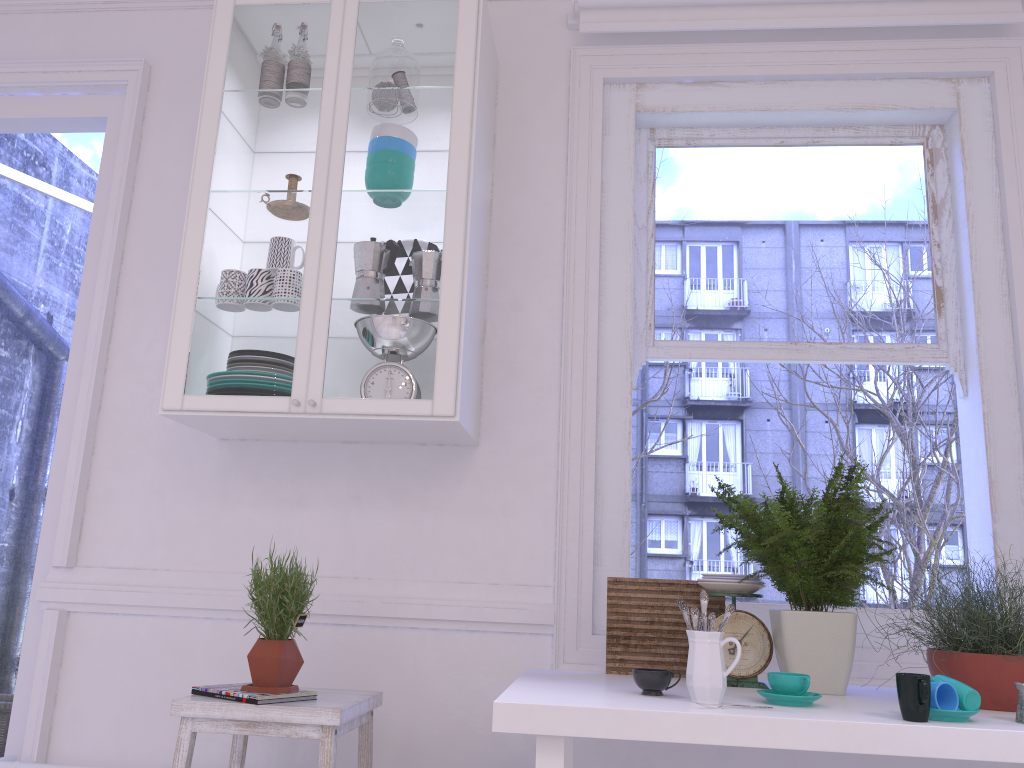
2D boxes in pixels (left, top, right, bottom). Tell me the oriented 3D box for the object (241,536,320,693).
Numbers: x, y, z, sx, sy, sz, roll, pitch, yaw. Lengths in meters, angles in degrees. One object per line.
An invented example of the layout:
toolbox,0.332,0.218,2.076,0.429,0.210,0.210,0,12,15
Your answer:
object,-0.562,0.557,2.170,0.186,0.367,0.196,13,-17,-38

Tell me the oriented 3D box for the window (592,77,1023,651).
window,0.890,-0.108,2.791,1.234,1.782,0.181,1,-13,6

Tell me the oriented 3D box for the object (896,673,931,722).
object,0.692,0.541,1.528,0.055,0.077,0.070,-6,-15,31

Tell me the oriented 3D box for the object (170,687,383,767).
object,-0.581,1.008,2.041,0.418,0.534,0.599,1,-13,6

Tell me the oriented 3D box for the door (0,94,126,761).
door,-1.845,0.279,3.418,1.009,2.474,1.021,1,-13,6

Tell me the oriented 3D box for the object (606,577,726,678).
object,0.385,0.612,2.226,0.294,0.237,0.028,1,-13,6

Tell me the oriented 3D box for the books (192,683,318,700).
books,-0.621,0.741,2.142,0.246,0.007,0.180,-7,-16,35

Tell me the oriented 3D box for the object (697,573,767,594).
object,0.531,0.483,2.143,0.163,0.047,0.164,11,-16,-33

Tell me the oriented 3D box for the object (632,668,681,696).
object,0.281,0.594,1.767,0.079,0.048,0.082,11,-16,-33

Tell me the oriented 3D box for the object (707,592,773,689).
object,0.529,0.603,2.103,0.159,0.208,0.185,1,-13,6

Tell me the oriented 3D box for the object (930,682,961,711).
object,0.750,0.557,1.580,0.069,0.058,0.080,8,-14,-20

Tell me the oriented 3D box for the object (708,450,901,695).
object,0.668,0.423,2.013,0.438,0.527,0.368,1,-13,6

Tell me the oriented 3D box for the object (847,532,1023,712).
object,1.010,0.502,1.861,0.668,0.367,0.531,-5,-15,30

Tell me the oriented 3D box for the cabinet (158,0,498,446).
cabinet,-0.504,-0.508,2.677,0.823,1.311,0.425,1,-13,6

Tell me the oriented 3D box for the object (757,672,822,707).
object,0.534,0.588,1.710,0.121,0.055,0.121,15,-18,-42

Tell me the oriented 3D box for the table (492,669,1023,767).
table,0.742,0.954,1.752,1.514,0.619,0.736,1,-13,6

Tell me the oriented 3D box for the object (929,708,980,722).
object,0.764,0.584,1.576,0.121,0.021,0.121,15,-18,-42

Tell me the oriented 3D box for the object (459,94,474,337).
object,-0.502,-0.503,2.698,0.811,0.651,0.376,1,-13,6

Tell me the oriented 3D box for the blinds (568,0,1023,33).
blinds,0.905,-1.191,2.856,1.451,0.131,0.136,1,-13,6

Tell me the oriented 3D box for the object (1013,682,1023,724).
object,0.923,0.564,1.566,0.066,0.067,0.052,1,-13,7

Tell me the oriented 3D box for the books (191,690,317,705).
books,-0.622,0.749,2.140,0.246,0.011,0.180,-7,-16,35

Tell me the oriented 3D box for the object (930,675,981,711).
object,0.788,0.555,1.590,0.069,0.059,0.082,6,-14,-16
